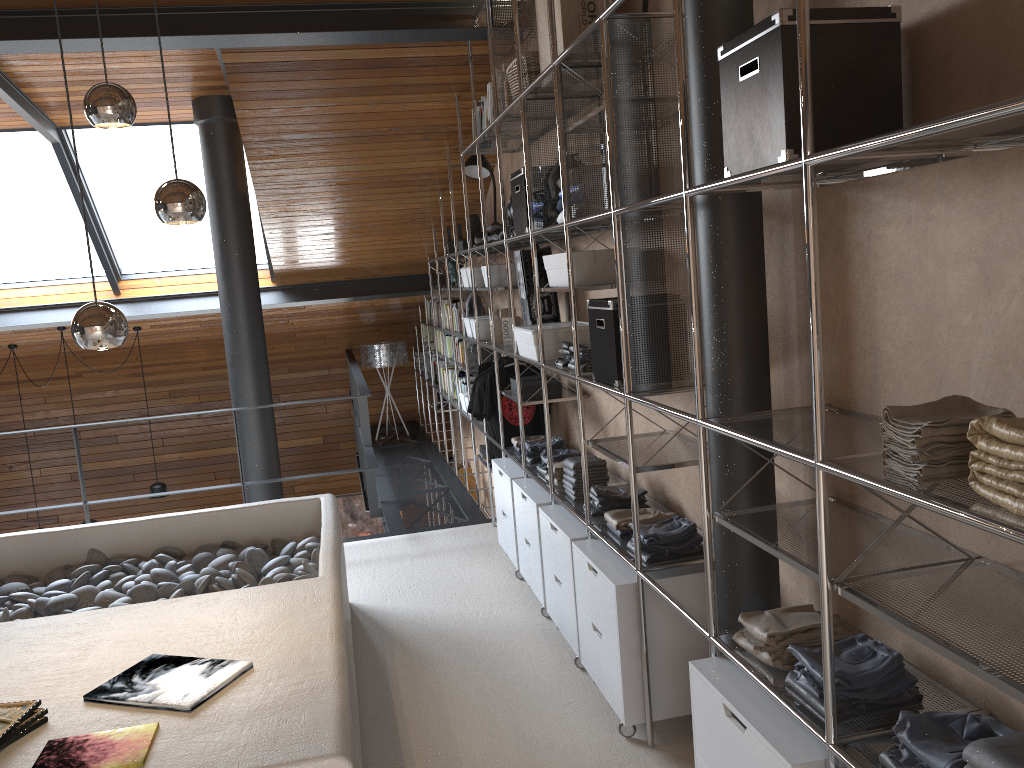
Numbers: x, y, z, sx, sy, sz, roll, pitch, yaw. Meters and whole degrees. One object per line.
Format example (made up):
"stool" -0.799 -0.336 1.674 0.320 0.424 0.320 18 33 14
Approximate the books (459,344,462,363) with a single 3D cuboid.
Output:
"books" -0.333 -0.236 6.821 0.131 0.147 0.045 -6 7 -11

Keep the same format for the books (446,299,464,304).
"books" -0.461 -0.582 7.318 0.148 0.232 0.053 -6 7 -11

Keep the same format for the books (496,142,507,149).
"books" -0.128 -1.540 5.313 0.206 0.249 0.074 -6 7 -11

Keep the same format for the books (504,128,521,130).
"books" 0.005 -1.467 4.647 0.191 0.249 0.077 -6 7 -11

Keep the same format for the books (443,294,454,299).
"books" -0.567 -0.654 7.821 0.143 0.268 0.020 -6 7 -11

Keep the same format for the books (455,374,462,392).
"books" -0.389 0.022 7.240 0.137 0.201 0.047 -6 7 -12

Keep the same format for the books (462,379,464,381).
"books" -0.287 0.050 6.944 0.192 0.202 0.055 -6 7 -11

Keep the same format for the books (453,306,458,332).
"books" -0.373 -0.504 6.791 0.127 0.192 0.079 -6 7 -11

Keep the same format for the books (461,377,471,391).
"books" -0.294 0.048 6.954 0.191 0.205 0.055 -6 7 -11

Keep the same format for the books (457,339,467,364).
"books" -0.346 -0.257 6.833 0.129 0.186 0.050 -6 7 -11

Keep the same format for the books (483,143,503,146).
"books" -0.129 -1.500 5.175 0.146 0.208 0.071 -6 7 -11

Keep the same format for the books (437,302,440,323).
"books" -0.579 -0.625 7.851 0.148 0.206 0.018 -6 7 -11

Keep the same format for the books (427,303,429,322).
"books" -0.762 -0.730 8.725 0.148 0.229 0.073 -6 7 -11

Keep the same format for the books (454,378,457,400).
"books" -0.400 0.032 7.252 0.131 0.180 0.042 -6 7 -12

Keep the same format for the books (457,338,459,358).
"books" -0.352 -0.274 6.951 0.148 0.190 0.013 -6 7 -11

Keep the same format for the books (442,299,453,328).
"books" -0.498 -0.583 7.346 0.148 0.232 0.053 -6 7 -11

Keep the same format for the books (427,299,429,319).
"books" -0.740 -0.728 8.702 0.169 0.229 0.077 -6 7 -11

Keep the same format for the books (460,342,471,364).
"books" -0.328 -0.244 6.805 0.129 0.165 0.056 -6 7 -11

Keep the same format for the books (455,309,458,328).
"books" -0.363 -0.503 6.782 0.127 0.192 0.079 -6 7 -11

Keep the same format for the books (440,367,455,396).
"books" -0.520 -0.031 7.747 0.139 0.211 0.467 -6 7 -12

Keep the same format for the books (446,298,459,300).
"books" -0.498 -0.594 7.426 0.143 0.236 0.062 -6 7 -12

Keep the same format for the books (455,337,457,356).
"books" -0.371 -0.280 7.015 0.148 0.190 0.013 -6 7 -11

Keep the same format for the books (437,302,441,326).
"books" -0.564 -0.612 7.697 0.131 0.216 0.509 -6 7 -11

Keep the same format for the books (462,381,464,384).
"books" -0.301 0.065 6.900 0.160 0.187 0.060 -6 7 -11

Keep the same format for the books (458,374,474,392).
"books" -0.365 0.036 7.116 0.136 0.210 0.273 -6 7 -11

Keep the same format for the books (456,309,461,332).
"books" -0.357 -0.483 6.706 0.112 0.169 0.068 -6 7 -11

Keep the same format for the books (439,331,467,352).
"books" -0.496 -0.349 7.563 0.138 0.212 1.041 -6 7 -11

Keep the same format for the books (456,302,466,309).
"books" -0.328 -0.523 6.735 0.177 0.209 0.082 -6 7 -11

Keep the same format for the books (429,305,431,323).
"books" -0.726 -0.672 8.476 0.119 0.169 0.058 -6 7 -11

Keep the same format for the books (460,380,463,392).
"books" -0.309 0.057 6.965 0.169 0.188 0.058 -6 7 -11

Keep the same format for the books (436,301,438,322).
"books" -0.604 -0.653 7.981 0.148 0.234 0.033 -6 7 -11

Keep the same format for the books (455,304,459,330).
"books" -0.341 -0.510 6.740 0.161 0.215 0.092 -6 7 -11

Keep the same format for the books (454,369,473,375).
"books" -0.389 0.002 7.269 0.148 0.232 0.053 -6 7 -11

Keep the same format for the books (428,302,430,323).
"books" -0.733 -0.688 8.493 0.127 0.197 0.063 -6 7 -11

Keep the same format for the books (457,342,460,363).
"books" -0.345 -0.252 6.877 0.148 0.167 0.053 -6 7 -11

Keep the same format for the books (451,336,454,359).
"books" -0.417 -0.303 7.227 0.148 0.190 0.013 -6 7 -11

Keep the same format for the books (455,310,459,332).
"books" -0.364 -0.487 6.765 0.119 0.166 0.072 -6 7 -11

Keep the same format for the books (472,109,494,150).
"books" -0.162 -1.525 5.299 0.148 0.229 0.073 -6 7 -11

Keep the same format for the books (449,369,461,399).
"books" -0.437 -0.003 7.344 0.148 0.232 0.053 -6 7 -11

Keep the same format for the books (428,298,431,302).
"books" -0.730 -0.716 8.566 0.143 0.233 0.081 -6 7 -12

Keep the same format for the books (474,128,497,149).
"books" -0.140 -1.523 5.276 0.169 0.229 0.077 -6 7 -11

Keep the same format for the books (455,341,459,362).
"books" -0.369 -0.264 7.002 0.143 0.161 0.019 -6 7 -11

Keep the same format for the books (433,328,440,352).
"books" -0.639 -0.416 8.174 0.130 0.216 0.311 -6 7 -12

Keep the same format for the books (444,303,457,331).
"books" -0.435 -0.535 7.052 0.139 0.206 0.497 -6 7 -12

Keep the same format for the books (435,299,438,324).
"books" -0.613 -0.654 8.002 0.148 0.232 0.053 -6 7 -11

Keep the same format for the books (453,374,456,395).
"books" -0.398 0.016 7.278 0.149 0.205 0.049 -6 7 -12

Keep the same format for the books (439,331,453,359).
"books" -0.511 -0.341 7.538 0.139 0.208 0.494 -6 7 -12

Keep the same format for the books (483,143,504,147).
"books" -0.132 -1.514 5.210 0.160 0.228 0.080 -6 7 -11

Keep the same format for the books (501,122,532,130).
"books" 0.012 -1.464 4.637 0.191 0.244 0.075 -6 7 -11

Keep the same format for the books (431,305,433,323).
"books" -0.684 -0.678 8.314 0.137 0.213 0.068 -6 7 -11

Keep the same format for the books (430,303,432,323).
"books" -0.709 -0.671 8.349 0.111 0.194 0.059 -6 7 -11
